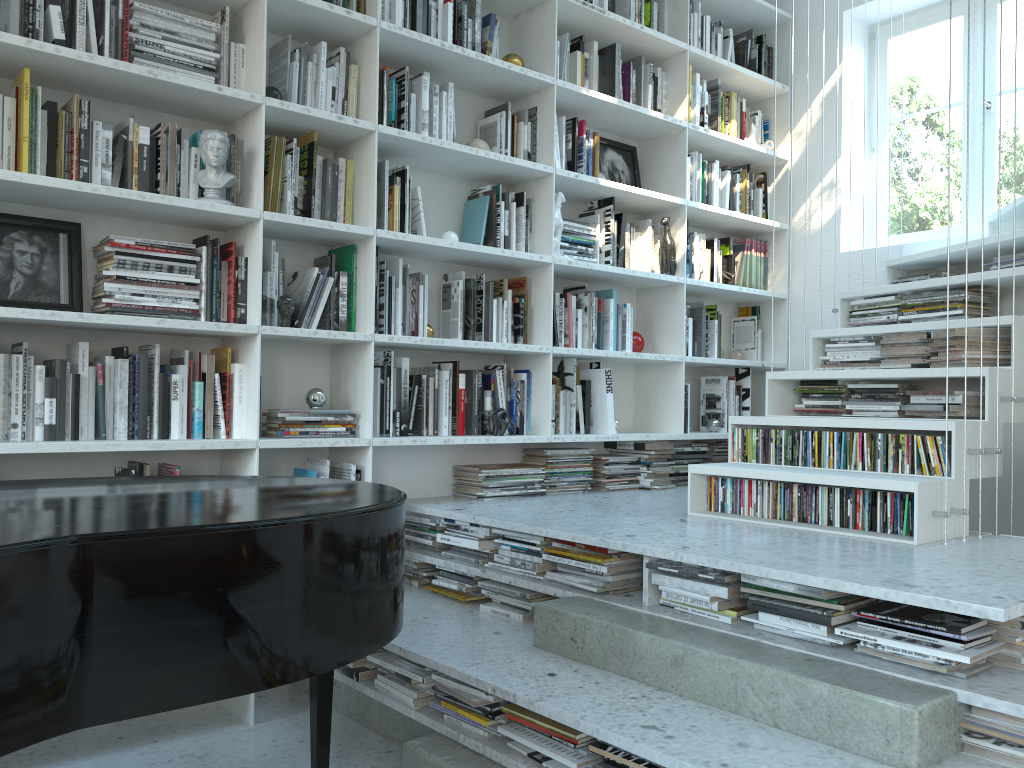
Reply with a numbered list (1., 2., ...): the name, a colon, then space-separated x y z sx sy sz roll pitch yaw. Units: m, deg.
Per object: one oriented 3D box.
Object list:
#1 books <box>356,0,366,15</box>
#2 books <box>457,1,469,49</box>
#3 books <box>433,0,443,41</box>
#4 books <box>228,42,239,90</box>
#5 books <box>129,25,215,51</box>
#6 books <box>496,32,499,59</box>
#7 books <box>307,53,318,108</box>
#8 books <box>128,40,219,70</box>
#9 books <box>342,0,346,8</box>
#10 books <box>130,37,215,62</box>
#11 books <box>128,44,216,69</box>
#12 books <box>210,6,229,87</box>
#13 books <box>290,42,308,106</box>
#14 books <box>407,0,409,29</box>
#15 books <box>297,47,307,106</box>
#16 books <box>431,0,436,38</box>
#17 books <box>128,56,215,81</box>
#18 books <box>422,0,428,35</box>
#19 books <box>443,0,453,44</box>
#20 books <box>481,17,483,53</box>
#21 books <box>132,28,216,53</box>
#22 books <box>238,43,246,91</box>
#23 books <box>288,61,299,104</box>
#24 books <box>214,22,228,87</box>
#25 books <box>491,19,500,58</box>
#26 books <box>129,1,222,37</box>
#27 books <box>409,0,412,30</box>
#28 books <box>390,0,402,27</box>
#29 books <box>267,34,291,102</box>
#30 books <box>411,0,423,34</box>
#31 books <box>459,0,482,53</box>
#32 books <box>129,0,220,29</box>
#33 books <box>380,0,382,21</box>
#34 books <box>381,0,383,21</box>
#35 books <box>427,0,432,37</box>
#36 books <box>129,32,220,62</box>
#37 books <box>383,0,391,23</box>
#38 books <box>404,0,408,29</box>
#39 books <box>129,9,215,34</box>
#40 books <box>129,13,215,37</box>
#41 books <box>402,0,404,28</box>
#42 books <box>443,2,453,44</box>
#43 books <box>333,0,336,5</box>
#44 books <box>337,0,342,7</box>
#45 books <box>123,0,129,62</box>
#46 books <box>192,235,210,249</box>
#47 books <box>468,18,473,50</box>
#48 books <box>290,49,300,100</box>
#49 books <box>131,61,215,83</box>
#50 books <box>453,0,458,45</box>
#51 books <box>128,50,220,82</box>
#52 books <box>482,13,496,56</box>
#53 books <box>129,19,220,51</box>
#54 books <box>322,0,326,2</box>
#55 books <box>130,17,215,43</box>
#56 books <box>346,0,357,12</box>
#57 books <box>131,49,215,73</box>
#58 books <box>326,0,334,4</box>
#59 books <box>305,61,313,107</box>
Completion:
1. books: -0.593 -1.385 3.250 0.008 0.213 0.223 1 -1 -39
2. books: -0.242 -1.383 3.557 0.030 0.238 0.185 1 -1 -39
3. books: -0.323 -1.385 3.496 0.023 0.237 0.149 1 -1 -39
4. books: -0.964 -1.021 2.978 0.029 0.198 0.172 1 -1 -39
5. books: -1.111 -1.091 2.858 0.254 0.012 0.161 2 -2 -37
6. books: -0.110 -1.374 3.693 0.026 0.229 0.140 1 -1 -39
7. books: -0.743 -1.032 3.153 0.023 0.236 0.178 1 -1 -39
8. books: -1.113 -1.043 2.860 0.285 0.012 0.159 2 -2 -38
9. books: -0.643 -1.407 3.227 0.005 0.255 0.158 1 -1 -39
10. books: -1.113 -1.055 2.860 0.254 0.012 0.161 2 -2 -38
11. books: -1.111 -1.031 2.858 0.254 0.012 0.161 2 -2 -41
12. books: -0.981 -1.082 2.967 0.012 0.319 0.140 1 -1 -39
13. books: -0.767 -1.053 3.142 0.019 0.275 0.146 1 -1 -39
14. books: -0.446 -1.389 3.402 0.012 0.235 0.165 1 -1 -39
15. books: -0.778 -1.040 3.132 0.028 0.250 0.164 1 -1 -39
16. books: -0.349 -1.376 3.490 0.025 0.216 0.144 1 -1 -39
17. books: -1.113 -0.994 2.859 0.254 0.012 0.161 2 -2 -40
18. books: -0.382 -1.380 3.469 0.028 0.223 0.142 1 -1 -39
19. books: -0.285 -1.398 3.528 0.012 0.264 0.156 1 -1 -39
20. books: -0.179 -1.369 3.617 0.030 0.213 0.156 1 -1 -39
21. books: -1.110 -1.079 2.857 0.254 0.012 0.161 2 -2 -42
22. books: -0.945 -1.024 3.001 0.030 0.205 0.158 1 -1 -39
23. books: -0.797 -1.009 3.096 0.028 0.185 0.181 1 -1 -39
24. books: -0.981 -1.050 2.947 0.012 0.254 0.161 1 -1 -39
25. books: -0.127 -1.369 3.656 0.048 0.216 0.182 1 -1 -39
26. books: -1.105 -1.154 2.854 0.285 0.012 0.159 2 -2 -44
27. books: -0.430 -1.408 3.432 0.012 0.276 0.133 1 -1 -39
28. books: -0.476 -1.377 3.353 0.026 0.208 0.181 1 -1 -39
29. books: -0.819 -1.059 3.105 0.018 0.285 0.159 1 -1 -39
30. books: -0.400 -1.391 3.426 0.027 0.241 0.160 1 -1 -39
31. books: -0.192 -1.406 3.587 0.029 0.285 0.183 1 -1 -39
32. books: -1.110 -1.166 2.859 0.285 0.012 0.159 2 -2 -37
33. books: -0.534 -1.417 3.318 0.012 0.285 0.159 1 -1 -39
34. books: -0.526 -1.394 3.343 0.012 0.239 0.138 1 -1 -39
35. books: -0.364 -1.410 3.480 0.013 0.284 0.154 1 -1 -39
36. books: -1.110 -1.067 2.856 0.285 0.012 0.159 2 -2 -36
37. books: -0.507 -1.395 3.351 0.026 0.243 0.148 1 -1 -39
38. books: -0.448 -1.406 3.388 0.010 0.268 0.166 1 -1 -39
39. books: -1.113 -1.142 2.862 0.254 0.012 0.161 2 -2 -39
40. books: -1.110 -1.129 2.859 0.254 0.012 0.161 2 -2 -37
41. books: -0.458 -1.425 3.382 0.014 0.307 0.152 1 -1 -39
42. books: -0.297 -1.371 3.498 0.021 0.209 0.181 1 -1 -39
43. books: -0.676 -1.417 3.196 0.022 0.272 0.181 1 -1 -39
44. books: -0.654 -1.424 3.206 0.021 0.288 0.179 1 -1 -39
45. books: -1.218 -1.055 2.742 0.013 0.247 0.176 1 -1 -39
46. books: -1.035 -0.337 2.945 0.011 0.299 0.130 1 -1 -39
47. books: -0.223 -1.354 3.578 0.027 0.181 0.176 1 -1 -39
48. books: -0.795 -1.037 3.125 0.024 0.242 0.159 1 -1 -39
49. books: -1.115 -0.982 2.861 0.254 0.012 0.161 2 -2 -39
50. books: -0.269 -1.407 3.558 0.012 0.285 0.159 1 -1 -39
51. books: -1.110 -1.007 2.856 0.285 0.012 0.159 2 -2 -42
52. books: -0.139 -1.379 3.634 0.054 0.235 0.171 1 -1 -39
53. books: -1.112 -1.103 2.861 0.285 0.012 0.159 2 -2 -40
54. books: -0.707 -1.388 3.195 0.019 0.214 0.156 1 -1 -39
55. books: -1.106 -1.116 2.854 0.254 0.012 0.161 2 -2 -34
56. books: -0.617 -1.403 3.230 0.013 0.248 0.186 1 -1 -39
57. books: -1.112 -1.019 2.858 0.254 0.012 0.161 2 -2 -37
58. books: -0.680 -1.417 3.175 0.021 0.272 0.190 1 -1 -39
59. books: -0.758 -1.018 3.148 0.023 0.207 0.171 1 -1 -39
